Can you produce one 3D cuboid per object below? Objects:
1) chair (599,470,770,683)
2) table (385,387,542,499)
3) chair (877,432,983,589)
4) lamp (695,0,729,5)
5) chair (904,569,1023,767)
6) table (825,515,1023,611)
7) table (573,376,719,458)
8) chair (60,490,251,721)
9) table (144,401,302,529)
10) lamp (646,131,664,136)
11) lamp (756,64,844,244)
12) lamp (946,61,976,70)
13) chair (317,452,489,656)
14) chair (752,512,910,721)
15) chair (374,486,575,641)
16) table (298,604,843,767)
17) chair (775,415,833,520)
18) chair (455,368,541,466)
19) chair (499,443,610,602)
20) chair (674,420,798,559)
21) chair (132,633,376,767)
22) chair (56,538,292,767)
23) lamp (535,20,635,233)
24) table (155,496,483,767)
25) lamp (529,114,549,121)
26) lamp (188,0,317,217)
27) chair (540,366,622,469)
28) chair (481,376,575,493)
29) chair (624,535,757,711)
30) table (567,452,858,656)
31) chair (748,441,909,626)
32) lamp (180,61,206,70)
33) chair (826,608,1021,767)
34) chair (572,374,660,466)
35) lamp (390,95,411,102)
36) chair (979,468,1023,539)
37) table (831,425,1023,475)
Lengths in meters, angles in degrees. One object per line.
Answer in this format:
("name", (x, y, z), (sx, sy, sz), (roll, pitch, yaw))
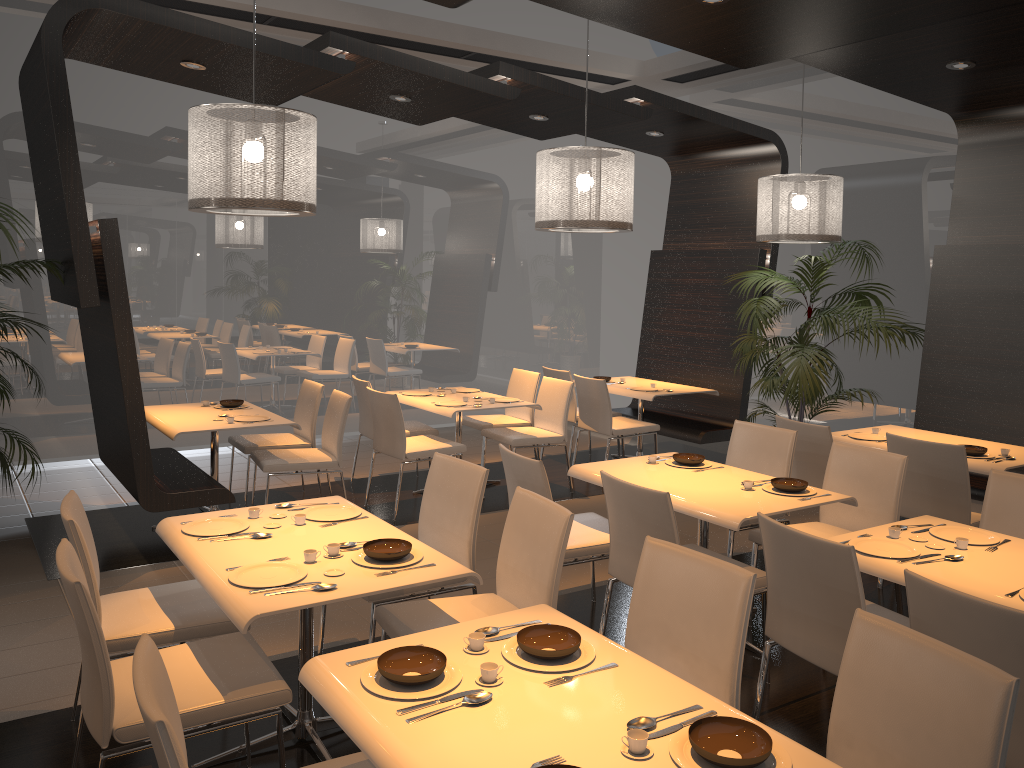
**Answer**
("chair", (0.714, 0.815, 3.753), (0.605, 0.871, 0.486), (-1, 4, -31))
("table", (-0.422, 0.467, 6.994), (0.801, 0.723, 1.153), (-2, 7, -33))
("chair", (2.397, 0.708, 4.870), (0.606, 0.871, 0.486), (-2, 5, -36))
("lamp", (0.945, -1.835, 4.171), (0.161, 0.050, 0.162), (-2, 7, -28))
("chair", (1.468, 0.980, 2.528), (0.605, 0.871, 0.486), (-1, 4, -31))
("table", (1.756, 0.993, 3.056), (0.801, 0.723, 1.153), (-2, 7, -33))
("table", (1.169, 0.369, 8.034), (0.801, 0.723, 1.153), (-2, 7, -33))
("chair", (-1.304, 0.840, 3.219), (0.605, 0.866, 0.486), (-1, 4, -26))
("table", (-2.007, 0.565, 5.964), (0.801, 0.723, 1.153), (-2, 7, -33))
("lamp", (1.285, -2.267, 7.959), (0.161, 0.055, 0.162), (-4, 8, -39))
("lamp", (2.230, -2.054, 6.790), (0.626, 1.923, 0.629), (1, 3, -1))
("lamp", (2.707, -1.937, 5.332), (0.161, 0.050, 0.162), (-2, 7, -28))
("chair", (-0.453, 0.786, 3.789), (0.606, 0.866, 0.486), (-2, 5, -36))
("chair", (1.206, 0.905, 3.095), (0.605, 0.871, 0.486), (-1, 4, -26))
("chair", (-0.132, 0.870, 3.173), (0.605, 0.871, 0.486), (-1, 4, -26))
("table", (0.107, 1.096, 1.970), (0.801, 0.723, 1.153), (-2, 7, -33))
("chair", (1.946, 0.639, 5.364), (0.605, 0.871, 0.486), (-1, 4, -26))
("chair", (-0.109, 0.329, 7.566), (0.605, 0.871, 0.486), (-1, 4, -31))
("chair", (0.268, 0.739, 4.277), (0.605, 0.866, 0.486), (-1, 4, -26))
("chair", (1.218, 0.681, 4.894), (0.606, 0.866, 0.486), (-2, 5, -36))
("chair", (-0.506, 1.012, 1.947), (0.605, 0.866, 0.486), (-1, 4, -26))
("chair", (-1.032, 0.914, 2.666), (0.605, 0.866, 0.486), (-1, 4, -31))
("lamp", (0.478, -1.944, 5.637), (0.626, 1.923, 0.629), (1, 3, -5))
("table", (-0.745, 0.930, 3.194), (0.801, 0.723, 1.153), (-2, 7, -33))
("lamp", (0.220, -2.201, 7.257), (0.161, 0.055, 0.162), (-4, 8, -39))
("lamp", (-1.301, -1.833, 4.465), (0.626, 1.923, 0.629), (1, 3, -5))
("chair", (0.615, 0.280, 8.054), (0.605, 0.866, 0.486), (-1, 4, -31))
("chair", (0.135, 0.405, 6.968), (0.605, 0.866, 0.486), (-1, 4, -31))
("chair", (0.334, 0.959, 2.523), (0.606, 0.871, 0.486), (-2, 5, -36))
("table", (1.031, 0.818, 4.368), (1.054, 0.723, 1.153), (-3, 7, -33))
("chair", (1.539, 0.763, 4.277), (0.605, 0.866, 0.486), (-1, 4, -31))
("lamp", (-2.071, -2.084, 5.746), (0.160, 0.054, 0.161), (-2, 7, -28))
("chair", (0.720, 1.035, 1.949), (0.605, 0.866, 0.486), (-1, 4, -26))
("chair", (0.859, 0.361, 7.456), (0.605, 0.871, 0.486), (-1, 4, -31))
("lamp", (-0.828, -2.135, 6.566), (0.161, 0.055, 0.162), (-4, 8, -39))
("chair", (2.047, 0.852, 3.651), (0.606, 0.871, 0.486), (-2, 5, -36))
("table", (2.604, 0.722, 5.386), (0.801, 0.723, 1.153), (-2, 7, -33))
